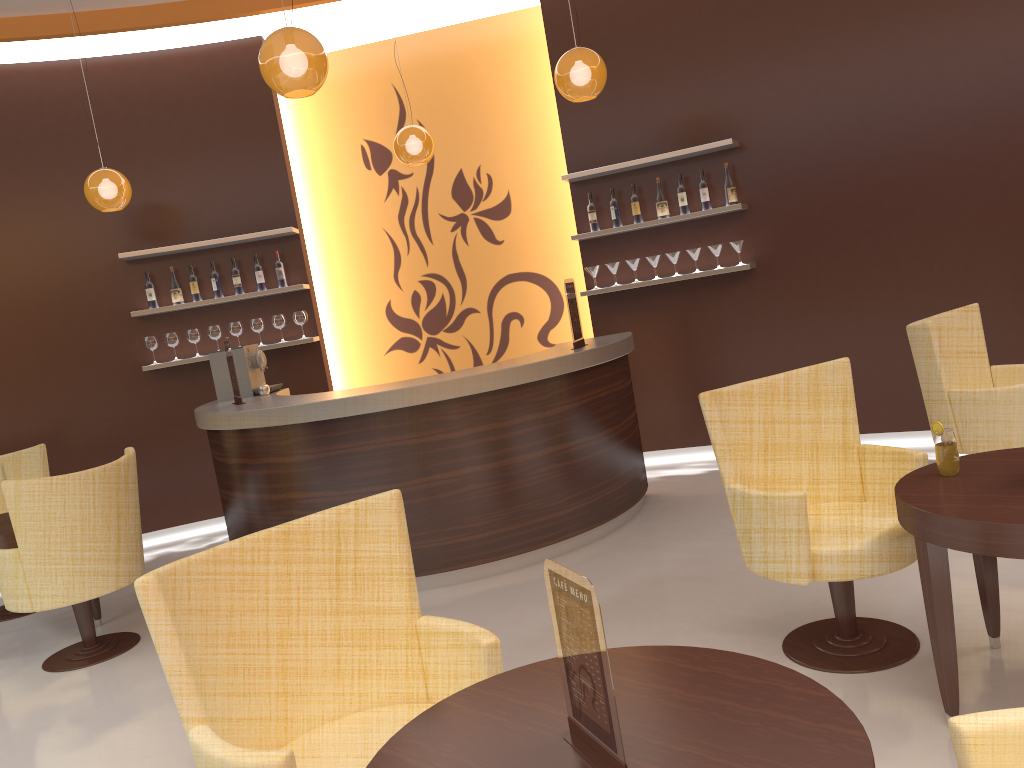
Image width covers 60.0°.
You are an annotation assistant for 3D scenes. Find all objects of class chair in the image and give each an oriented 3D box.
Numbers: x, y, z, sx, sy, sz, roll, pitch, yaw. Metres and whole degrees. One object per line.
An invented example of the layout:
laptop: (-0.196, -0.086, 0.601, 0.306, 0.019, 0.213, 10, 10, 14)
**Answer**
chair: (-0.382, 0.841, 2.099, 0.729, 1.017, 0.685, -15, 8, -42)
chair: (2.421, 0.124, 4.472, 0.729, 1.017, 0.685, -15, 8, -42)
chair: (0.869, 0.728, 1.109, 0.685, 1.017, 0.729, -8, 6, 18)
chair: (-3.323, 0.971, 5.788, 0.729, 1.017, 0.685, -13, 7, -32)
chair: (1.137, 0.464, 3.272, 0.729, 1.017, 0.685, -12, 6, -23)
chair: (-2.257, 0.909, 4.597, 0.685, 1.017, 0.729, -7, 6, 28)

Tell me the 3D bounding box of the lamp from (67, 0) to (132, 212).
lamp: (-2.856, -1.923, 5.983, 0.299, 1.500, 0.299, -7, 6, 29)

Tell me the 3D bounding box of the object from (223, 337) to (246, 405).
object: (-1.720, -0.082, 5.451, 0.052, 0.414, 0.258, -12, 6, -26)

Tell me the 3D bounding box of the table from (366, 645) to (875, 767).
table: (0.212, 0.967, 1.555, 0.874, 0.679, 0.872, -10, 6, -3)

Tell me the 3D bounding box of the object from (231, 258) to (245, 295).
object: (-2.168, -0.844, 6.983, 0.073, 0.297, 0.073, -13, 7, -30)

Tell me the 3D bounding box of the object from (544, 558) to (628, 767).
object: (0.119, 0.472, 1.499, 0.042, 0.335, 0.209, -12, 6, -21)

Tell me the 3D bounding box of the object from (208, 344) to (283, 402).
object: (-1.801, -0.089, 6.029, 0.373, 0.340, 0.270, -9, 6, 5)

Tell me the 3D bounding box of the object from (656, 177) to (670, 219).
object: (1.087, -1.353, 6.470, 0.086, 0.303, 0.086, -6, 7, 34)

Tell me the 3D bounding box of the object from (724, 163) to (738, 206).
object: (1.534, -1.409, 6.268, 0.086, 0.303, 0.086, -12, 6, -25)

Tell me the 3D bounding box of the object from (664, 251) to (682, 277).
object: (1.196, -0.878, 6.507, 0.137, 0.174, 0.137, -7, 6, 25)

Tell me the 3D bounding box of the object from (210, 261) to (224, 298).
object: (-2.326, -0.816, 6.967, 0.073, 0.297, 0.073, -13, 7, -30)

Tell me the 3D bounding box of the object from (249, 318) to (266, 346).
object: (-2.007, -0.409, 7.034, 0.125, 0.221, 0.125, -11, 6, -15)

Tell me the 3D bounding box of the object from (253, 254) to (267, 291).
object: (-1.996, -0.875, 6.997, 0.073, 0.297, 0.073, -15, 8, -42)

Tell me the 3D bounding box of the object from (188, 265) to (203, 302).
object: (-2.488, -0.786, 6.945, 0.073, 0.297, 0.073, -8, 6, 20)

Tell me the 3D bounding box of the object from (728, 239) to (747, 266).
object: (1.621, -0.932, 6.324, 0.137, 0.174, 0.137, -7, 6, 25)

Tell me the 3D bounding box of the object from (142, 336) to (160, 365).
object: (-2.800, -0.261, 6.908, 0.125, 0.221, 0.125, -11, 6, -15)

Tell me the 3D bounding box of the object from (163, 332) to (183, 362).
object: (-2.648, -0.290, 6.941, 0.125, 0.221, 0.125, -11, 6, -15)

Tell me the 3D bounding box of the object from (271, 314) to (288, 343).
object: (-1.840, -0.439, 7.051, 0.125, 0.221, 0.125, -11, 6, -15)

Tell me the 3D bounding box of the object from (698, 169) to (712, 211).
object: (1.376, -1.384, 6.342, 0.073, 0.297, 0.073, -10, 6, -2)

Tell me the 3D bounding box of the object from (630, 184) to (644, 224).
object: (0.912, -1.324, 6.530, 0.073, 0.297, 0.073, -15, 8, -42)

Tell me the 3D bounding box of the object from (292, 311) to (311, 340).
object: (-1.673, -0.467, 7.052, 0.125, 0.221, 0.125, -11, 6, -15)

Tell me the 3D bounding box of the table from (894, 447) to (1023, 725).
table: (1.650, 0.613, 2.637, 0.874, 0.679, 0.872, -10, 6, -8)

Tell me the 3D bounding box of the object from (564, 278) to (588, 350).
object: (0.372, -0.425, 5.306, 0.052, 0.414, 0.258, -8, 6, 19)

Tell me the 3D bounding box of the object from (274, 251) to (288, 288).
object: (-1.834, -0.904, 7.007, 0.073, 0.297, 0.073, -13, 7, -30)

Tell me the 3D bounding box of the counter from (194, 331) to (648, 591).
counter: (-0.596, 0.502, 5.407, 2.917, 1.100, 1.586, -9, 6, 5)

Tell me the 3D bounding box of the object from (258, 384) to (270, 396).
object: (-1.631, 0.036, 5.833, 0.075, 0.077, 0.075, -8, 6, 19)

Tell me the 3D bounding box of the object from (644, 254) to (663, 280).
object: (1.059, -0.860, 6.557, 0.137, 0.174, 0.137, -7, 6, 25)

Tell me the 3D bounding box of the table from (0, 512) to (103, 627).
table: (-2.832, 1.124, 5.155, 0.874, 0.679, 0.872, -9, 6, 7)

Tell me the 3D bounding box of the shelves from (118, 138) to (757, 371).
shelves: (-0.628, -0.925, 6.718, 4.744, 0.902, 0.586, -9, 6, 8)

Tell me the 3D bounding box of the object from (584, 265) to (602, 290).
object: (0.624, -0.803, 6.709, 0.137, 0.174, 0.137, -8, 6, 15)

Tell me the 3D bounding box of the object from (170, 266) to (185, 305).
object: (-2.629, -0.765, 6.923, 0.086, 0.303, 0.086, -7, 6, 29)

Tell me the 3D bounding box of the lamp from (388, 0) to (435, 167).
lamp: (-0.803, -2.304, 6.281, 0.299, 1.500, 0.299, -12, 6, -21)

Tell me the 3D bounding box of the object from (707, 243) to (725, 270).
object: (1.479, -0.914, 6.385, 0.137, 0.174, 0.137, -11, 6, -15)

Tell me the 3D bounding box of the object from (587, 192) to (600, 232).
object: (0.603, -1.281, 6.628, 0.073, 0.297, 0.073, -10, 6, -2)

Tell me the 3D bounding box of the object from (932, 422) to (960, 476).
object: (1.381, 0.207, 2.825, 0.072, 0.171, 0.067, -6, 7, 33)

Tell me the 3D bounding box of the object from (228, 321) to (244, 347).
object: (-2.172, -0.379, 7.018, 0.125, 0.221, 0.125, -11, 6, -15)

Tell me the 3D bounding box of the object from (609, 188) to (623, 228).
object: (0.765, -1.304, 6.578, 0.073, 0.297, 0.073, -10, 6, -2)

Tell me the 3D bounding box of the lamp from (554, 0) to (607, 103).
lamp: (0.287, -2.358, 4.977, 0.299, 1.500, 0.299, -12, 6, -21)

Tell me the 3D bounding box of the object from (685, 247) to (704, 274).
object: (1.337, -0.896, 6.449, 0.137, 0.174, 0.137, -7, 6, 25)

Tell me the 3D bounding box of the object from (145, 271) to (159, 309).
object: (-2.800, -0.725, 6.871, 0.073, 0.297, 0.073, -13, 7, -30)

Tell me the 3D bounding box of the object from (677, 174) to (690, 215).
object: (1.231, -1.366, 6.404, 0.073, 0.297, 0.073, -10, 6, -2)

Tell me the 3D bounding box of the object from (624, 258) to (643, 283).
object: (0.917, -0.843, 6.612, 0.137, 0.174, 0.137, -7, 6, 25)

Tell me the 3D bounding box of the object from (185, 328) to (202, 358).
object: (-2.490, -0.320, 6.971, 0.125, 0.221, 0.125, -11, 6, -15)

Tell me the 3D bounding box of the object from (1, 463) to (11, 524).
object: (-2.907, 0.623, 5.118, 0.042, 0.335, 0.209, -12, 6, -26)

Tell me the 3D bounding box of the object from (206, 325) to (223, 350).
object: (-2.331, -0.349, 6.994, 0.125, 0.221, 0.125, -11, 6, -15)

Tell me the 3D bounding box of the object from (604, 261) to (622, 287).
object: (0.771, -0.823, 6.660, 0.137, 0.174, 0.137, -8, 6, 15)

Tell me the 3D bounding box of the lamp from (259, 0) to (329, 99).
lamp: (-1.062, -2.013, 3.836, 0.299, 1.500, 0.299, -7, 6, 28)
